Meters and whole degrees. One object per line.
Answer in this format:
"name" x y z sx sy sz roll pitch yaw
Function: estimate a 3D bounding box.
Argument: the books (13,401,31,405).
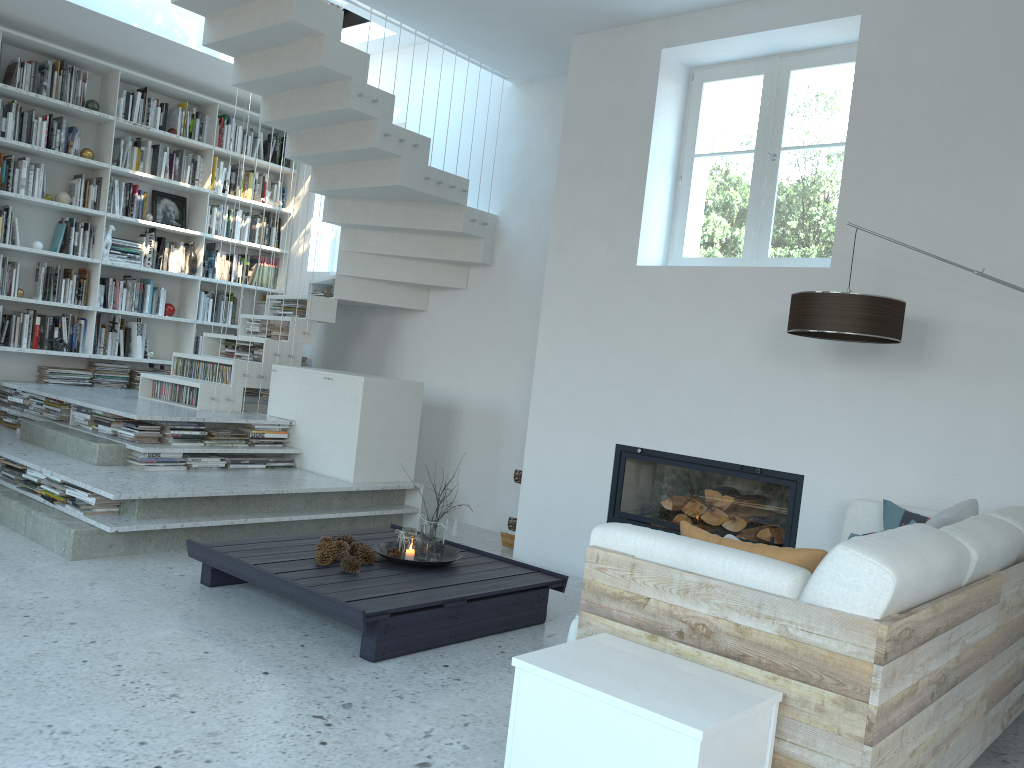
"books" -3.490 0.138 6.433 0.294 0.008 0.163 7 1 39

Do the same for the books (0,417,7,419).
"books" -3.774 0.244 6.621 0.215 0.012 0.170 7 1 41

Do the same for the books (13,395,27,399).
"books" -3.488 0.100 6.430 0.206 0.007 0.171 7 1 43

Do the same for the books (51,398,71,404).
"books" -3.031 0.111 6.051 0.139 0.028 0.261 6 1 -44

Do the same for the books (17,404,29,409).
"books" -3.482 0.162 6.446 0.240 0.021 0.131 7 1 43

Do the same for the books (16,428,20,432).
"books" -3.322 0.337 6.205 0.202 0.028 0.189 7 1 36

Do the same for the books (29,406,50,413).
"books" -3.265 0.181 6.233 0.242 0.023 0.164 7 1 45

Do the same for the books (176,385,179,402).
"books" -2.346 0.071 6.373 0.010 0.125 0.125 8 2 41

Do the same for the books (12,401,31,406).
"books" -3.489 0.146 6.436 0.259 0.009 0.152 7 1 38

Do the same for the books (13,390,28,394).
"books" -3.479 0.064 6.434 0.285 0.007 0.159 7 1 40

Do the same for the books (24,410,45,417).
"books" -3.271 0.210 6.231 0.296 0.012 0.183 7 1 40

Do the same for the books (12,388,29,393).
"books" -3.485 0.050 6.425 0.193 0.020 0.171 7 1 36

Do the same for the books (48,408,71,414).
"books" -3.041 0.185 6.051 0.202 0.018 0.159 7 1 39

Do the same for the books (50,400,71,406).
"books" -3.026 0.133 6.060 0.295 0.013 0.128 7 1 39

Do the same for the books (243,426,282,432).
"books" -1.667 0.293 5.930 0.192 0.024 0.167 6 1 -44

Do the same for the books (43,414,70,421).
"books" -3.057 0.229 6.040 0.253 0.011 0.182 7 1 45

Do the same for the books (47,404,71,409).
"books" -3.041 0.153 6.046 0.254 0.012 0.161 7 1 45

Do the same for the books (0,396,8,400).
"books" -3.711 0.106 6.619 0.261 0.012 0.179 7 1 41

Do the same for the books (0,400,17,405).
"books" -3.712 0.137 6.623 0.232 0.017 0.163 7 1 43

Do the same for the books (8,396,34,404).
"books" -3.497 0.118 6.422 0.237 0.030 0.189 7 1 38

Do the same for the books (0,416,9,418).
"books" -3.771 0.232 6.623 0.278 0.012 0.159 7 1 40

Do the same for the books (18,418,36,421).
"books" -3.309 0.263 6.208 0.249 0.017 0.181 7 1 38

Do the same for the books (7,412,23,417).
"books" -3.529 0.221 6.422 0.228 0.014 0.149 7 1 39

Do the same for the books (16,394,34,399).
"books" -3.483 0.091 6.434 0.143 0.012 0.263 6 1 -44

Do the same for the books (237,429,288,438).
"books" -1.672 0.332 5.931 0.177 0.030 0.284 7 1 42

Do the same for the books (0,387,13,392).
"books" -3.702 0.044 6.620 0.246 0.011 0.159 7 1 38

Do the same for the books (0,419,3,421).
"books" -3.769 0.257 6.630 0.292 0.014 0.147 7 1 41

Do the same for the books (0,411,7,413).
"books" -3.769 0.198 6.620 0.152 0.015 0.207 6 1 -44

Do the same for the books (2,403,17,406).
"books" -3.705 0.154 6.634 0.181 0.014 0.134 7 1 38

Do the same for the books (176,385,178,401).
"books" -2.352 0.071 6.379 0.007 0.125 0.125 8 2 41

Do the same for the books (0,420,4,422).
"books" -3.776 0.266 6.623 0.144 0.005 0.257 6 1 -44

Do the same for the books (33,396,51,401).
"books" -3.249 0.103 6.239 0.220 0.013 0.149 7 1 44

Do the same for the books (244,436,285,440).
"books" -1.682 0.353 5.938 0.159 0.014 0.268 7 1 40

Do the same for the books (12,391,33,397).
"books" -3.482 0.076 6.433 0.289 0.018 0.163 7 1 40

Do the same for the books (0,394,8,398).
"books" -3.706 0.096 6.624 0.287 0.009 0.156 7 1 39

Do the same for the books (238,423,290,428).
"books" -1.657 0.276 5.922 0.180 0.013 0.285 7 1 36

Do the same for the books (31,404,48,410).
"books" -3.255 0.162 6.241 0.220 0.018 0.154 7 1 40

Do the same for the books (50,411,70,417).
"books" -3.035 0.203 6.061 0.237 0.017 0.138 7 1 40

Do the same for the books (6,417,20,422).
"books" -3.536 0.259 6.421 0.228 0.009 0.159 7 1 42

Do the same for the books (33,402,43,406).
"books" -3.251 0.147 6.244 0.215 0.013 0.150 7 1 41

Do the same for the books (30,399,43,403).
"books" -3.255 0.122 6.235 0.234 0.008 0.167 7 1 40

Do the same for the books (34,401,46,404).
"books" -3.252 0.133 6.241 0.220 0.013 0.144 7 1 44

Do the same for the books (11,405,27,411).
"books" -3.496 0.180 6.433 0.233 0.017 0.173 7 1 40

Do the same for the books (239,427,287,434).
"books" -1.664 0.311 5.926 0.179 0.012 0.261 7 1 45

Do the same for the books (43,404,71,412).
"books" -3.045 0.167 6.044 0.292 0.017 0.179 7 1 42

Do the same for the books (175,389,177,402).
"books" -2.358 0.070 6.383 0.007 0.125 0.125 8 2 41

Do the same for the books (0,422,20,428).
"books" -3.552 0.297 6.408 0.260 0.009 0.187 7 1 44

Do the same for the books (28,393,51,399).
"books" -3.256 0.088 6.229 0.243 0.015 0.165 7 1 36

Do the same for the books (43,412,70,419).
"books" -3.051 0.217 6.044 0.247 0.014 0.178 7 1 39

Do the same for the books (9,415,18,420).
"books" -3.530 0.246 6.426 0.200 0.018 0.137 7 1 37

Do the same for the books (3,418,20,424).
"books" -3.546 0.270 6.412 0.182 0.017 0.180 7 1 38

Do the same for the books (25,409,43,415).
"books" -3.273 0.198 6.227 0.235 0.012 0.190 7 1 39

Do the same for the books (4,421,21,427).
"books" -3.539 0.286 6.422 0.267 0.014 0.160 7 1 40

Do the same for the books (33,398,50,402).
"books" -3.251 0.114 6.239 0.179 0.010 0.160 7 1 41

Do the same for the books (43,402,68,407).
"books" -3.044 0.142 6.040 0.260 0.009 0.187 7 1 40

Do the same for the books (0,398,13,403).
"books" -3.716 0.120 6.616 0.265 0.017 0.175 7 1 44

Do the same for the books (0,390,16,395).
"books" -3.711 0.065 6.613 0.252 0.015 0.171 7 1 36

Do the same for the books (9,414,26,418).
"books" -3.532 0.232 6.421 0.249 0.009 0.144 7 1 45

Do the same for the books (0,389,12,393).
"books" -3.703 0.054 6.621 0.234 0.008 0.167 7 1 40

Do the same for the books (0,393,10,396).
"books" -3.700 0.088 6.630 0.297 0.008 0.145 7 1 40
